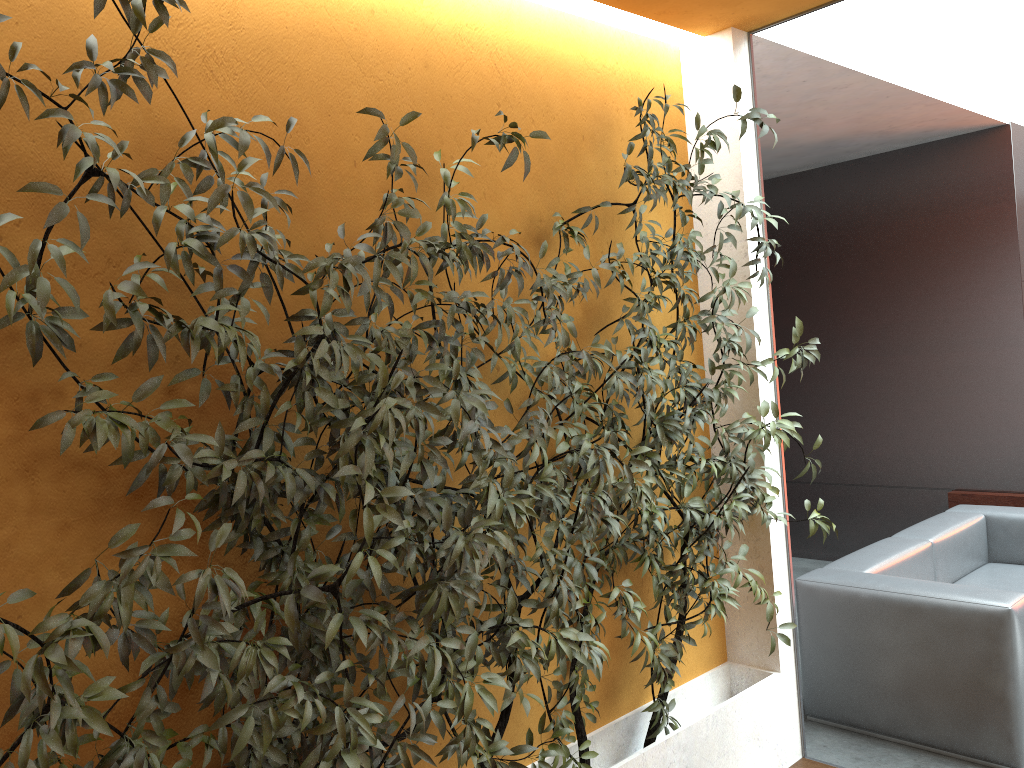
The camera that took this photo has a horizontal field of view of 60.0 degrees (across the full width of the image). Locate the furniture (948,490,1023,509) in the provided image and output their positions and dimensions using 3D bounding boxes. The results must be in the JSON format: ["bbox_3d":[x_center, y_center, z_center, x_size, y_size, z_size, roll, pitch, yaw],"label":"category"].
[{"bbox_3d":[5.248,0.663,4.081,0.600,0.109,6.000,-6,2,-43],"label":"furniture"}]

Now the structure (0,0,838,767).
[{"bbox_3d":[-0.079,0.180,2.498,3.166,2.483,0.622,-6,2,-44],"label":"structure"}]

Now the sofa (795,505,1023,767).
[{"bbox_3d":[2.333,1.099,4.389,2.025,0.652,0.943,-6,2,-43],"label":"sofa"}]
